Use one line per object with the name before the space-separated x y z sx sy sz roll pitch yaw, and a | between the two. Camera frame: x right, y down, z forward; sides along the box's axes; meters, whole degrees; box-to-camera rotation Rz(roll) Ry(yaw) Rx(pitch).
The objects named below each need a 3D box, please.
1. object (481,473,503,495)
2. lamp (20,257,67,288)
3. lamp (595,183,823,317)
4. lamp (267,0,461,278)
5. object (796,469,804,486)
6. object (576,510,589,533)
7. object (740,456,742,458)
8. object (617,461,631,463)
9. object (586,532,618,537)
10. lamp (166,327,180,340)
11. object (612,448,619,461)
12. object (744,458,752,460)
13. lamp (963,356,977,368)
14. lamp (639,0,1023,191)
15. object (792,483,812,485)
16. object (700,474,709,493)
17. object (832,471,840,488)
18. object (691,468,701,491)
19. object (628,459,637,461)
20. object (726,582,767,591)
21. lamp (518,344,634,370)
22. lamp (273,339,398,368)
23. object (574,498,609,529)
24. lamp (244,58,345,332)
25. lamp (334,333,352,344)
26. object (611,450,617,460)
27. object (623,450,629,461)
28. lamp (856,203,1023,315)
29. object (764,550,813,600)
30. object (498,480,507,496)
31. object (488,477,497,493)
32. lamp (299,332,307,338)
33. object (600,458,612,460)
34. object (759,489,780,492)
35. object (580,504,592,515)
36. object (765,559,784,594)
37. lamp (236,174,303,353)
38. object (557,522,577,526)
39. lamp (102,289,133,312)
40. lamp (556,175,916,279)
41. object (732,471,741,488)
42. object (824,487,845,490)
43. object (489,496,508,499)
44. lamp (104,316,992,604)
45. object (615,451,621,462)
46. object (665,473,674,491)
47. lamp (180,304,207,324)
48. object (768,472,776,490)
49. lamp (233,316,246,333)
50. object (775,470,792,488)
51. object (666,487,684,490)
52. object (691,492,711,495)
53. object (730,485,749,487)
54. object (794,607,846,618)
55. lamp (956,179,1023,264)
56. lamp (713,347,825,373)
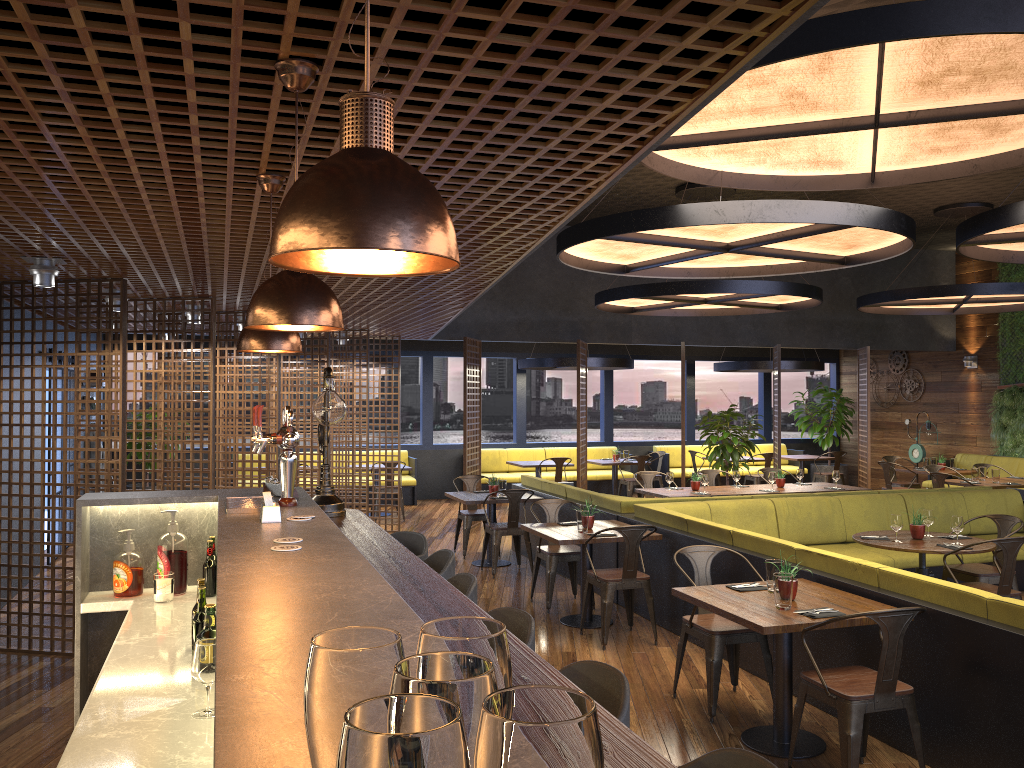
object | -0.194 1.107 9.932 0.260 0.271 0.238 0 -1 -17
lamp | -2.910 -0.692 5.517 0.228 0.172 0.228 0 -1 -18
lamp | 2.436 -1.712 11.160 2.778 1.475 2.778 0 -1 -18
lamp | -0.192 -0.493 1.172 0.250 0.673 0.250 0 -1 14
object | 3.590 1.165 11.057 0.097 0.206 0.097 0 -1 27
object | 0.572 1.113 7.163 0.102 0.178 0.102 1 -1 -33
object | 4.067 1.250 15.876 0.102 0.178 0.102 1 -1 -33
object | 1.904 1.313 14.998 0.255 0.019 0.157 0 -1 -19
object | 0.699 1.191 7.052 0.255 0.019 0.157 0 -1 -19
lamp | -4.222 -0.611 10.952 0.228 0.172 0.228 0 -1 -18
object | 1.807 1.192 15.319 0.238 0.271 0.260 0 -1 3
object | 4.165 1.328 15.741 0.255 0.019 0.157 0 -1 -19
lamp | 8.018 -0.386 15.578 0.189 0.215 0.215 0 -1 -18
lamp | 2.049 -1.984 4.989 2.778 1.159 2.778 0 -1 32
object | 3.680 1.261 11.205 0.157 0.019 0.255 0 -1 -18
object | 2.228 1.151 10.252 0.097 0.206 0.097 0 -1 27
object | 3.955 1.162 10.820 0.097 0.206 0.097 0 -1 27
object | 2.156 1.119 10.456 0.238 0.271 0.260 0 -1 3
object | 2.104 1.319 15.386 0.157 0.019 0.255 0 -1 -19
object | 1.374 1.163 5.103 0.255 0.019 0.157 0 -1 -19
lamp | 1.100 -1.348 15.266 1.979 2.172 1.979 0 -1 27
lamp | -2.771 -1.373 13.992 1.979 2.172 1.979 0 -1 -12
object | 0.643 1.070 7.389 0.260 0.271 0.238 0 -1 -17
lamp | -0.553 -0.477 2.268 0.250 0.673 0.250 0 -1 14
lamp | -2.257 -0.596 11.810 0.228 0.172 0.228 0 -1 -18
object | 1.788 1.241 15.492 0.102 0.178 0.102 1 -1 -33
object | 1.969 1.238 15.289 0.102 0.178 0.102 1 -1 -33
lamp | 6.284 -1.765 12.344 2.778 1.362 2.778 -1 -1 36
object | 1.484 1.032 4.799 0.238 0.271 0.260 0 -1 3
object | -0.109 1.152 9.804 0.102 0.178 0.102 0 -1 -13
object | -0.218 1.156 10.106 0.102 0.178 0.102 0 -1 -3
lamp | -2.538 -0.614 10.606 0.228 0.172 0.228 0 -1 -18
object | 1.690 1.322 15.626 0.255 0.019 0.157 0 -1 -19
object | 3.001 1.248 10.386 0.157 0.019 0.255 0 -1 -18
object | 0.628 1.119 7.535 0.102 0.178 0.102 1 -1 -33
object | 1.473 1.081 4.970 0.102 0.178 0.102 1 -1 -33
lamp | -0.931 -0.460 3.416 0.250 0.673 0.250 0 -1 14
object | 0.530 1.200 7.668 0.255 0.019 0.157 0 -1 -19
lamp | -3.171 -0.668 7.109 0.228 0.172 0.228 0 -1 -18
lamp | 1.752 -1.773 7.206 2.778 1.475 2.778 0 -1 -14
object | 2.727 1.160 10.773 0.097 0.206 0.097 0 -1 27
object | 3.864 1.253 10.670 0.157 0.019 0.255 0 -1 -18
object | -0.148 1.229 9.623 0.255 0.019 0.157 0 -1 -19
lamp | 0.439 0.643 9.419 9.057 2.714 3.017 0 -1 -18
object | 1.806 1.235 15.134 0.102 0.178 0.102 1 -1 -33
object | 1.864 1.154 10.489 0.097 0.206 0.097 0 -1 27
lamp | -2.972 -0.650 8.279 0.228 0.172 0.228 0 -1 -18
object | 3.091 1.156 10.536 0.097 0.206 0.097 0 -1 27
lamp | -2.847 -0.633 9.423 0.228 0.172 0.228 0 -1 -18
object | 3.272 1.126 10.823 0.238 0.271 0.260 0 -1 3
object | 1.954 1.250 10.636 0.157 0.019 0.255 0 -1 -18
object | 2.138 1.243 10.102 0.157 0.019 0.255 0 -1 -18
object | 2.817 1.256 10.921 0.157 0.019 0.255 0 -1 -18
object | 1.543 1.153 4.487 0.255 0.019 0.157 0 -1 -19
lamp | 4.677 -1.784 6.250 2.778 1.475 2.778 0 -1 31
lamp | 4.755 -1.327 16.469 1.979 2.172 1.979 1 -1 -33
